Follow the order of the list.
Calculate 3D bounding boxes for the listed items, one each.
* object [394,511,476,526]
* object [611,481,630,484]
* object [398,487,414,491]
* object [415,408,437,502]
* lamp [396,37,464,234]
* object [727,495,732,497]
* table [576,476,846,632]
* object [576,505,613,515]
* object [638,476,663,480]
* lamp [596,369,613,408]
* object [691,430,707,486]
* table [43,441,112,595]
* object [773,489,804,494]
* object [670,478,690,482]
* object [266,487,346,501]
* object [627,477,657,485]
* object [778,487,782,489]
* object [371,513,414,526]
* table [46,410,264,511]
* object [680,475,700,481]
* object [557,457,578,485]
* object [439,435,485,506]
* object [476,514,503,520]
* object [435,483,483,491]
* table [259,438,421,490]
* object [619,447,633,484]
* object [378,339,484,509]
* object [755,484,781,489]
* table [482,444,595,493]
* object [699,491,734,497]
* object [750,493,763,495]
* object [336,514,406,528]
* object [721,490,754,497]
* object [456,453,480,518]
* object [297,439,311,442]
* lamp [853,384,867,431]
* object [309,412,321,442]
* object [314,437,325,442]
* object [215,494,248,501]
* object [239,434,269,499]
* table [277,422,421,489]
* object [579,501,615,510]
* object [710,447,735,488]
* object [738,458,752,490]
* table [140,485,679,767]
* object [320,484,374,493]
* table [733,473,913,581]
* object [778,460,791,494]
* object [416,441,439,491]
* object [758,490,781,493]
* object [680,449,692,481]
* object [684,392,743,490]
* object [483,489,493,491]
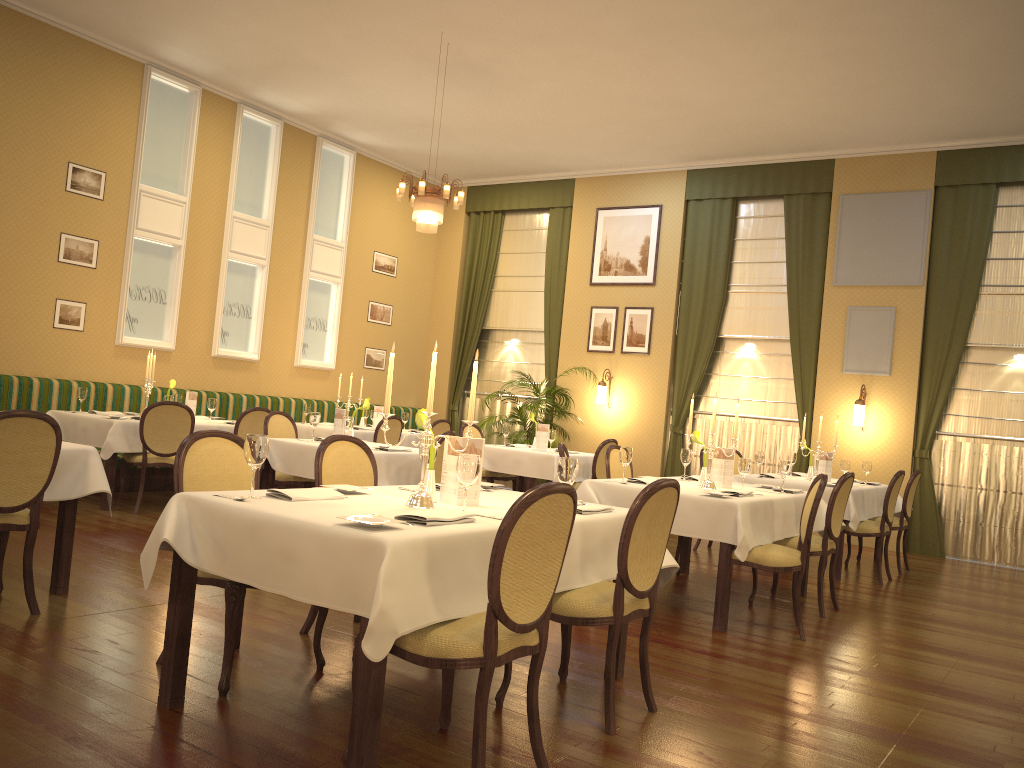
[{"bbox_3d":[-0.261,0.458,3.044,0.142,0.033,0.273,4,-2,34],"label":"object"},{"bbox_3d":[0.661,0.619,5.612,0.181,0.015,0.038,4,-2,35],"label":"object"},{"bbox_3d":[-0.434,0.473,3.938,0.185,0.010,0.017,4,-2,35],"label":"object"},{"bbox_3d":[-0.350,0.291,3.650,0.076,0.375,0.163,6,-2,-34],"label":"object"},{"bbox_3d":[-0.697,-2.288,8.121,0.593,1.796,0.593,4,-2,32],"label":"lamp"},{"bbox_3d":[1.258,0.670,5.419,0.181,0.015,0.038,4,-2,35],"label":"object"},{"bbox_3d":[1.368,1.082,6.067,1.385,0.759,2.152,4,-2,34],"label":"table"},{"bbox_3d":[0.307,0.535,3.803,0.142,0.024,0.273,4,-2,34],"label":"object"},{"bbox_3d":[0.974,0.658,6.130,0.160,0.024,0.160,4,-2,34],"label":"object"},{"bbox_3d":[1.211,0.054,11.607,0.114,0.513,0.323,5,-2,23],"label":"lamp"},{"bbox_3d":[1.304,0.512,6.132,0.076,0.375,0.163,6,-2,-34],"label":"object"},{"bbox_3d":[-2.888,0.637,4.442,1.389,0.759,1.395,4,-2,35],"label":"table"},{"bbox_3d":[1.961,0.757,6.284,0.142,0.024,0.273,4,-2,34],"label":"object"},{"bbox_3d":[1.221,0.695,6.419,0.185,0.010,0.017,4,-2,35],"label":"object"},{"bbox_3d":[-0.776,0.417,3.351,0.142,0.033,0.273,4,-2,34],"label":"object"},{"bbox_3d":[0.878,0.638,5.832,0.142,0.033,0.273,4,-2,34],"label":"object"},{"bbox_3d":[2.037,0.772,6.495,0.181,0.015,0.038,4,-2,35],"label":"object"},{"bbox_3d":[-0.397,0.449,2.938,0.181,0.015,0.038,4,-2,35],"label":"object"},{"bbox_3d":[-3.206,0.708,8.314,1.385,0.759,2.152,4,-2,34],"label":"table"},{"bbox_3d":[1.384,0.708,6.658,0.142,0.033,0.273,4,-2,34],"label":"object"},{"bbox_3d":[0.222,0.418,3.640,0.088,0.229,0.088,6,-2,-8],"label":"object"},{"bbox_3d":[-0.209,0.354,3.609,0.166,0.277,0.081,5,-2,5],"label":"object"},{"bbox_3d":[-0.112,0.487,3.295,0.185,0.010,0.017,4,-2,34],"label":"object"},{"bbox_3d":[-0.270,0.486,4.176,0.142,0.033,0.273,4,-2,34],"label":"object"},{"bbox_3d":[-1.207,0.862,6.965,1.389,0.759,1.395,4,-2,35],"label":"table"},{"bbox_3d":[0.724,0.519,5.685,0.088,0.229,0.088,6,-2,-8],"label":"object"},{"bbox_3d":[-0.323,0.150,3.420,0.390,0.655,0.131,6,-2,-22],"label":"object"},{"bbox_3d":[1.863,0.751,6.477,0.160,0.024,0.160,4,-2,34],"label":"object"},{"bbox_3d":[0.286,1.062,9.204,1.389,0.759,1.395,4,-2,35],"label":"table"},{"bbox_3d":[1.212,0.658,5.263,0.160,0.024,0.160,4,-2,34],"label":"object"},{"bbox_3d":[1.542,0.709,5.777,0.185,0.010,0.017,4,-2,34],"label":"object"},{"bbox_3d":[-0.442,0.436,2.781,0.160,0.024,0.160,4,-2,34],"label":"object"},{"bbox_3d":[1.393,0.679,5.526,0.142,0.033,0.273,4,-2,34],"label":"object"},{"bbox_3d":[-0.165,0.370,3.217,0.088,0.229,0.088,6,-2,-14],"label":"object"},{"bbox_3d":[-1.609,0.440,6.910,0.185,0.010,0.017,4,-2,35],"label":"object"},{"bbox_3d":[3.855,0.257,9.826,0.114,0.513,0.323,5,-2,23],"label":"lamp"},{"bbox_3d":[-1.559,0.337,6.986,0.088,0.229,0.088,6,-2,-14],"label":"object"},{"bbox_3d":[-1.446,0.453,7.148,0.142,0.033,0.273,4,-2,34],"label":"object"},{"bbox_3d":[-0.993,0.397,3.130,0.181,0.015,0.038,4,-2,35],"label":"object"},{"bbox_3d":[-0.930,0.297,3.203,0.088,0.229,0.088,6,-2,-8],"label":"object"},{"bbox_3d":[-1.713,0.908,10.554,1.385,0.759,2.152,4,-2,34],"label":"table"},{"bbox_3d":[0.382,0.551,4.014,0.181,0.015,0.038,4,-2,35],"label":"object"},{"bbox_3d":[1.445,0.576,6.091,0.166,0.277,0.081,5,-2,5],"label":"object"},{"bbox_3d":[1.489,0.592,5.698,0.088,0.229,0.088,6,-2,-14],"label":"object"},{"bbox_3d":[-0.287,0.860,3.585,1.385,0.759,2.152,4,-2,34],"label":"table"},{"bbox_3d":[-0.680,0.436,3.649,0.160,0.024,0.160,4,-2,34],"label":"object"},{"bbox_3d":[2.847,1.280,8.286,1.385,0.759,2.152,4,-2,34],"label":"table"},{"bbox_3d":[1.877,0.639,6.122,0.088,0.229,0.088,6,-2,-8],"label":"object"},{"bbox_3d":[-0.384,0.370,4.015,0.088,0.229,0.088,6,-2,-8],"label":"object"},{"bbox_3d":[1.754,0.737,6.095,0.185,0.010,0.017,4,-2,34],"label":"object"},{"bbox_3d":[1.270,0.592,6.496,0.088,0.229,0.088,6,-2,-8],"label":"object"},{"bbox_3d":[1.331,0.372,5.901,0.390,0.655,0.131,6,-2,-22],"label":"object"},{"bbox_3d":[-0.166,0.506,4.306,0.181,0.015,0.038,4,-2,35],"label":"object"}]
